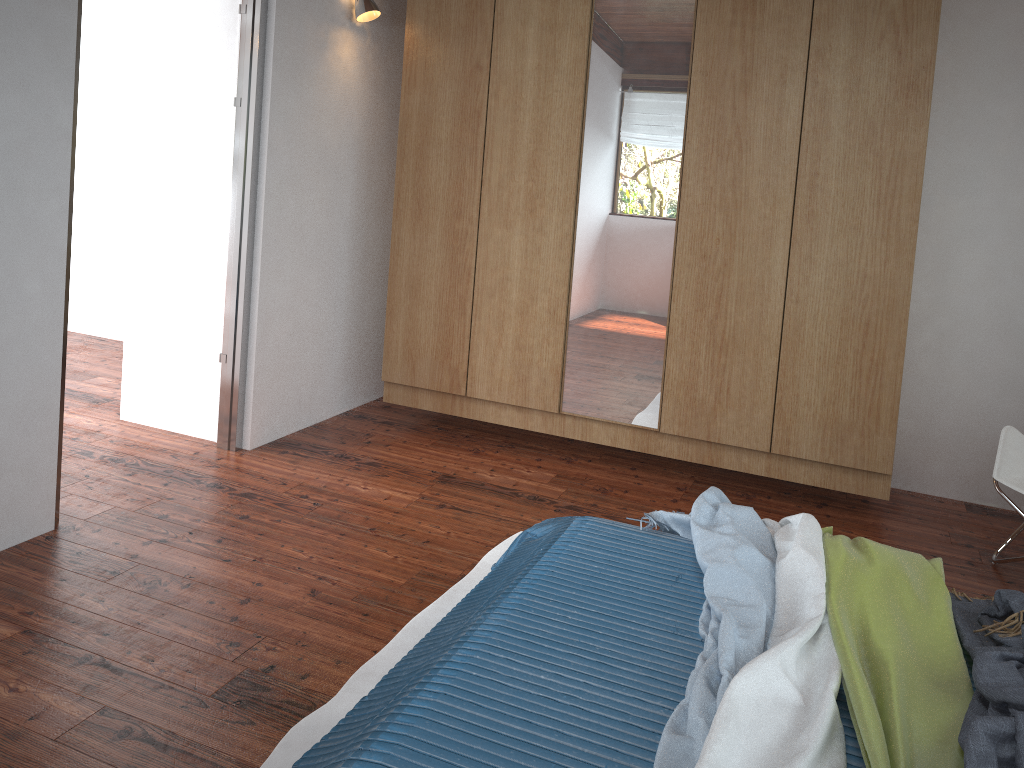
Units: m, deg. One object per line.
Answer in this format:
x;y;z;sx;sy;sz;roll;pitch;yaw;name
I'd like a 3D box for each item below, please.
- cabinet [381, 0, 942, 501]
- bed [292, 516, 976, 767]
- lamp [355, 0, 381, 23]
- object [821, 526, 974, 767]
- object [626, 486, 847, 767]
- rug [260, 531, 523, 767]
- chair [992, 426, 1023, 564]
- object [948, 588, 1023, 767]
0.595;-0.970;3.863;2.218;2.372;0.587;8;5;22;cabinet
0.808;0.638;1.283;2.596;0.755;2.176;10;14;22;bed
-0.663;-1.764;3.976;0.144;0.225;0.120;7;6;22;lamp
0.631;0.774;1.405;0.494;0.437;2.147;7;13;17;object
0.314;0.655;1.569;0.539;0.368;2.199;7;14;16;object
0.329;0.905;1.474;1.814;0.048;2.761;10;15;20;rug
2.095;0.312;2.859;0.797;0.785;0.714;2;9;-18;chair
0.822;0.668;1.265;0.636;0.398;2.154;11;15;29;object
